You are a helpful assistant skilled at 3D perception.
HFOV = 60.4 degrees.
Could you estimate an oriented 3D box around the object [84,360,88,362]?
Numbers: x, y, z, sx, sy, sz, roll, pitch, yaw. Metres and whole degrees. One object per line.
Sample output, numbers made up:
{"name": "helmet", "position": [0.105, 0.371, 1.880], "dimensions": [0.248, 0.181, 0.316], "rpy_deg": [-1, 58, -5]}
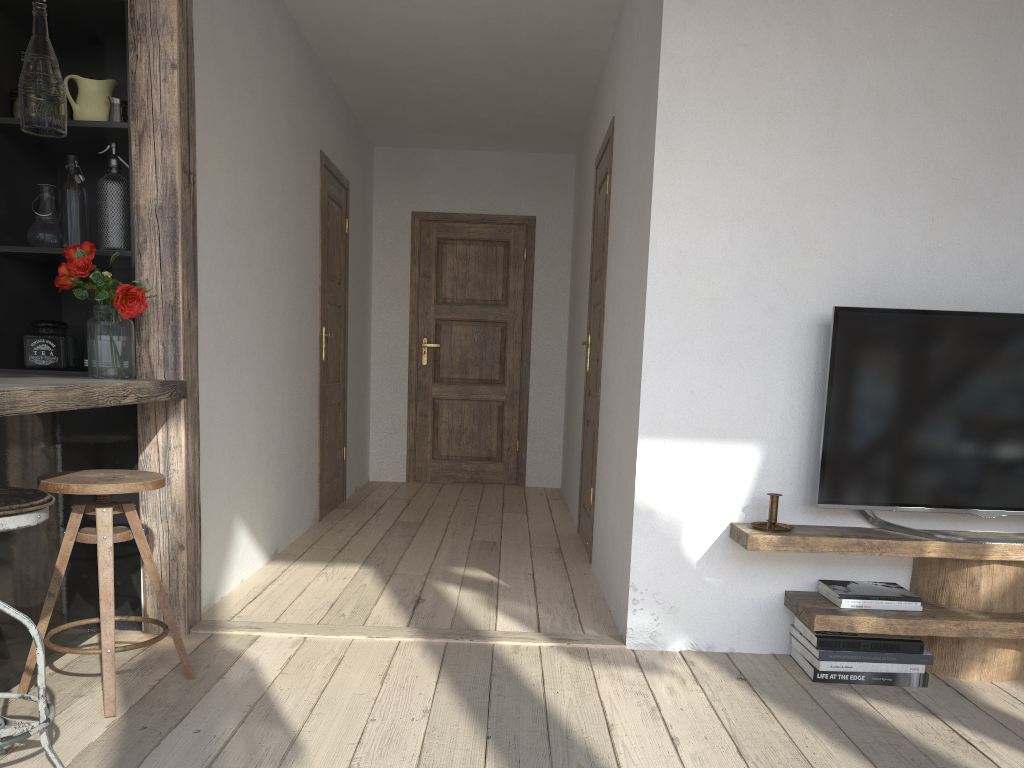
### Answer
{"name": "object", "position": [-1.338, -0.067, 2.997], "dimensions": [0.214, 0.025, 0.213], "rpy_deg": [1, 2, -37]}

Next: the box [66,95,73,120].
{"name": "box", "position": [-1.481, -0.882, 2.855], "dimensions": [0.082, 0.115, 0.082], "rpy_deg": [3, 6, 10]}

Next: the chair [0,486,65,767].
{"name": "chair", "position": [-1.126, 0.542, 1.810], "dimensions": [0.351, 0.646, 0.351], "rpy_deg": [6, 8, 33]}

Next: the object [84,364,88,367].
{"name": "object", "position": [-1.338, -0.051, 2.999], "dimensions": [0.214, 0.025, 0.213], "rpy_deg": [1, 2, -42]}

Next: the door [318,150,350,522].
{"name": "door", "position": [-1.083, -0.246, 5.357], "dimensions": [0.082, 2.101, 0.828], "rpy_deg": [2, 7, 0]}

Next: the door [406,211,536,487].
{"name": "door", "position": [-0.326, -0.245, 6.786], "dimensions": [0.941, 2.101, 0.080], "rpy_deg": [2, 8, 0]}

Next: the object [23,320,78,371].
{"name": "object", "position": [-1.545, -0.130, 2.947], "dimensions": [0.134, 0.167, 0.132], "rpy_deg": [1, 5, -10]}

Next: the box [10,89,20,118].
{"name": "box", "position": [-1.569, -0.886, 2.858], "dimensions": [0.083, 0.115, 0.081], "rpy_deg": [2, 6, 0]}

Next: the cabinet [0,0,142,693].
{"name": "cabinet", "position": [-2.225, -0.427, 1.106], "dimensions": [2.093, 2.539, 4.168], "rpy_deg": [2, 3, 0]}

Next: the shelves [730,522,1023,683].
{"name": "shelves", "position": [1.517, 0.718, 2.813], "dimensions": [1.602, 0.458, 0.326], "rpy_deg": [2, 6, 0]}

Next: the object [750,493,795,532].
{"name": "object", "position": [0.835, 0.408, 2.813], "dimensions": [0.139, 0.114, 0.138], "rpy_deg": [1, 4, -18]}

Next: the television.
{"name": "television", "position": [1.528, 0.136, 2.774], "dimensions": [1.102, 0.717, 0.203], "rpy_deg": [2, 8, 0]}

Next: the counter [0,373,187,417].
{"name": "counter", "position": [-2.186, 0.411, 1.023], "dimensions": [2.241, 0.863, 3.772], "rpy_deg": [2, 1, 0]}

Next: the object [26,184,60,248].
{"name": "object", "position": [-1.555, -0.550, 2.948], "dimensions": [0.132, 0.223, 0.130], "rpy_deg": [3, 6, 12]}

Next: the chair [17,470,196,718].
{"name": "chair", "position": [-1.117, 0.549, 2.422], "dimensions": [0.340, 0.604, 0.337], "rpy_deg": [4, 7, 20]}

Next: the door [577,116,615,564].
{"name": "door", "position": [0.421, -0.173, 4.518], "dimensions": [0.082, 2.101, 0.828], "rpy_deg": [2, 7, 0]}

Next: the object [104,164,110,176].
{"name": "object", "position": [-1.350, -0.584, 2.977], "dimensions": [0.085, 0.306, 0.085], "rpy_deg": [-5, 10, -43]}

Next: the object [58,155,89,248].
{"name": "object", "position": [-1.427, -0.584, 2.862], "dimensions": [0.086, 0.306, 0.084], "rpy_deg": [1, 8, -8]}

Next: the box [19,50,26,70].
{"name": "box", "position": [-1.530, -0.997, 2.830], "dimensions": [0.083, 0.115, 0.081], "rpy_deg": [0, 6, -20]}

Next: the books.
{"name": "books", "position": [1.114, 0.794, 2.824], "dimensions": [0.360, 0.268, 0.287], "rpy_deg": [2, 4, 0]}

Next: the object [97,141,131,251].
{"name": "object", "position": [-1.281, -0.602, 2.843], "dimensions": [0.108, 0.355, 0.107], "rpy_deg": [6, 9, 30]}

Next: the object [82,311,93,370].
{"name": "object", "position": [-1.456, -0.151, 3.123], "dimensions": [0.125, 0.209, 0.123], "rpy_deg": [1, 6, -14]}

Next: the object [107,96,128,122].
{"name": "object", "position": [-1.247, -0.864, 2.809], "dimensions": [0.093, 0.097, 0.073], "rpy_deg": [2, 6, 0]}

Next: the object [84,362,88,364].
{"name": "object", "position": [-1.338, -0.059, 2.998], "dimensions": [0.214, 0.025, 0.212], "rpy_deg": [1, 1, -32]}

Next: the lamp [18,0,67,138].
{"name": "lamp", "position": [-1.104, -1.309, 2.135], "dimensions": [0.226, 1.361, 0.107], "rpy_deg": [2, 8, 2]}

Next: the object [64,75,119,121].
{"name": "object", "position": [-1.361, -0.907, 2.862], "dimensions": [0.149, 0.172, 0.134], "rpy_deg": [1, 6, -14]}

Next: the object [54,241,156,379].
{"name": "object", "position": [-1.240, -0.225, 2.699], "dimensions": [0.310, 0.421, 0.249], "rpy_deg": [6, 7, 33]}
